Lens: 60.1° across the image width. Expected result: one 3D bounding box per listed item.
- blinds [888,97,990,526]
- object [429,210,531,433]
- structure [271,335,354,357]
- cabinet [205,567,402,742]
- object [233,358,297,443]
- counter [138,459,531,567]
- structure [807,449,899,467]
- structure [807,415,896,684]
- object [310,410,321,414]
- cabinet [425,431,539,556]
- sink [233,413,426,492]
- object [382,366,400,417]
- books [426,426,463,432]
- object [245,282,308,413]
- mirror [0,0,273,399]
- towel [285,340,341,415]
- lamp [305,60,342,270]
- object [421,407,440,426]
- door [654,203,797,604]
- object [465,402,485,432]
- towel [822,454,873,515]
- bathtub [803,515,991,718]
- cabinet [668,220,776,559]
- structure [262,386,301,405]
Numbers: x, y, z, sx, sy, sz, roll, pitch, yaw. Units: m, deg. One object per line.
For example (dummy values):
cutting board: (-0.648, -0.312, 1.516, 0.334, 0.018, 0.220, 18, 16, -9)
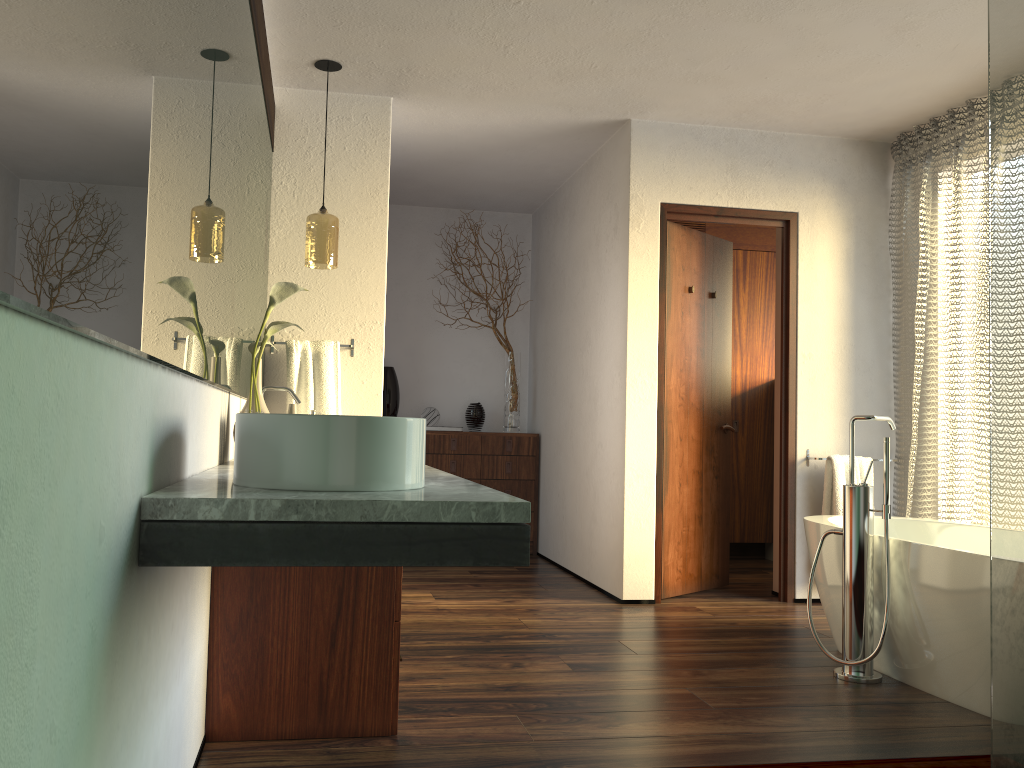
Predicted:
blinds: (2.151, -0.133, 3.473, 0.179, 2.337, 2.145, 2, -3, -12)
object: (-0.255, -0.409, 5.905, 0.844, 1.450, 0.715, 0, -4, 32)
structure: (-0.895, -0.174, 3.980, 0.366, 0.088, 0.103, 2, -3, -10)
cabinet: (-0.594, 0.633, 2.627, 0.507, 0.599, 0.665, 2, -3, -11)
object: (-0.693, 0.078, 2.572, 0.243, 0.305, 0.118, 1, -3, 16)
counter: (-0.505, 0.279, 2.455, 0.582, 0.101, 2.280, 2, -3, -12)
structure: (1.701, 0.375, 4.407, 0.449, 0.088, 0.103, 2, -3, -10)
structure: (1.174, 0.557, 3.081, 0.282, 0.897, 0.239, 0, -3, 29)
object: (-0.596, 0.157, 2.646, 0.069, 0.158, 0.072, 3, -3, -28)
cabinet: (-0.429, 0.715, 5.890, 1.129, 0.800, 0.406, 2, -3, -10)
sink: (-0.343, 0.126, 1.683, 0.355, 0.131, 0.360, 2, -3, -9)
object: (-0.832, 0.094, 5.893, 0.171, 0.417, 0.170, 1, -3, 2)
books: (-0.502, 0.300, 5.947, 0.485, 0.034, 0.253, 4, -4, -36)
object: (-0.705, -0.026, 2.495, 0.184, 0.504, 0.249, 3, -4, -33)
mirror: (-0.665, -0.577, 1.997, 0.017, 1.152, 4.117, 2, -3, -12)
towel: (-0.879, 0.122, 3.906, 0.259, 0.636, 0.160, 1, -3, 7)
lamp: (-0.797, -0.929, 3.768, 0.142, 0.867, 0.136, 0, -3, 31)
object: (-0.546, 0.219, 5.937, 0.129, 0.131, 0.132, 2, -3, -15)
door: (1.009, 0.107, 4.590, 0.724, 1.947, 0.468, 2, -3, -11)
object: (-0.249, 0.223, 5.987, 0.142, 0.200, 0.136, -1, -4, 33)
towel: (1.650, 0.669, 4.354, 0.255, 0.637, 0.157, 3, -3, -28)
bathtub: (1.642, 0.778, 3.062, 0.757, 0.485, 1.636, 2, -3, -12)
cabinet: (1.100, -0.029, 5.930, 1.470, 2.363, 0.362, 2, -3, -10)
structure: (-0.792, 0.127, 2.960, 0.164, 0.242, 0.066, 2, -3, -7)
